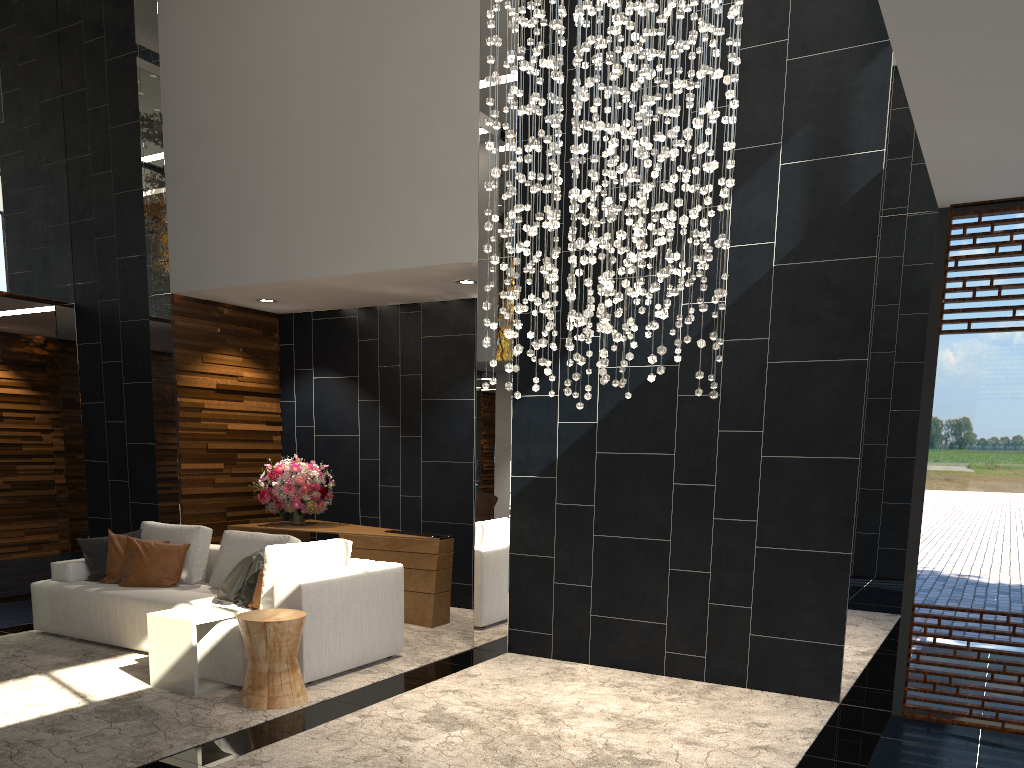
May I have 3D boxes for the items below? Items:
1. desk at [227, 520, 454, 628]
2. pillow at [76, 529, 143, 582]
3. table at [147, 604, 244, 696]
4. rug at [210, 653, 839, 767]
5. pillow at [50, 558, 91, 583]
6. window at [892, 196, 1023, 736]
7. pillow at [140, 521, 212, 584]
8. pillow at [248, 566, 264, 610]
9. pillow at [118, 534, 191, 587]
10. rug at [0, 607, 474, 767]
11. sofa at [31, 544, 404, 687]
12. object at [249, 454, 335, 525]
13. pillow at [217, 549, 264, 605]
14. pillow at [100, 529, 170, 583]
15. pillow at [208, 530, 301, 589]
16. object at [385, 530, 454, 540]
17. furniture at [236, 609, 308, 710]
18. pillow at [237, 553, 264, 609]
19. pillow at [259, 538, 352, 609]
[{"bbox_3d":[-1.452,1.711,7.974,2.230,0.765,0.981,-1,0,29],"label":"desk"},{"bbox_3d":[-3.101,1.332,6.711,0.554,0.425,0.249,1,5,-12],"label":"pillow"},{"bbox_3d":[-1.956,1.643,5.362,0.397,0.476,0.395,3,4,30],"label":"table"},{"bbox_3d":[0.132,1.842,4.350,2.322,0.006,3.395,-1,-5,30],"label":"rug"},{"bbox_3d":[-3.338,1.463,6.873,0.238,0.153,0.619,1,-3,25],"label":"pillow"},{"bbox_3d":[1.805,-1.354,1.410,2.336,6.136,6.078,5,4,30],"label":"window"},{"bbox_3d":[-2.678,1.323,6.792,0.715,0.462,0.243,1,5,29],"label":"pillow"},{"bbox_3d":[-1.560,1.311,5.761,0.267,0.420,0.514,4,2,26],"label":"pillow"},{"bbox_3d":[-2.713,1.346,6.510,0.520,0.423,0.262,1,5,0],"label":"pillow"},{"bbox_3d":[-2.508,1.910,5.889,3.194,0.006,5.864,-1,-5,30],"label":"rug"},{"bbox_3d":[-2.308,1.592,6.290,2.833,0.697,1.281,-1,-2,29],"label":"sofa"},{"bbox_3d":[-2.033,0.997,8.144,0.658,0.690,0.681,2,3,21],"label":"object"},{"bbox_3d":[-1.875,1.337,5.978,0.299,0.371,0.498,0,1,-11],"label":"pillow"},{"bbox_3d":[-2.901,1.327,6.625,0.549,0.441,0.237,1,6,-5],"label":"pillow"},{"bbox_3d":[-1.899,1.311,6.352,0.714,0.446,0.286,1,4,30],"label":"pillow"},{"bbox_3d":[-0.794,1.310,7.516,0.705,0.027,0.240,-3,-5,40],"label":"object"},{"bbox_3d":[-1.398,1.603,5.045,0.392,0.532,0.385,-1,5,-25],"label":"furniture"},{"bbox_3d":[-1.712,1.332,5.897,0.255,0.421,0.546,1,1,-2],"label":"pillow"},{"bbox_3d":[-1.357,1.269,5.719,0.216,0.466,0.706,5,2,31],"label":"pillow"}]
